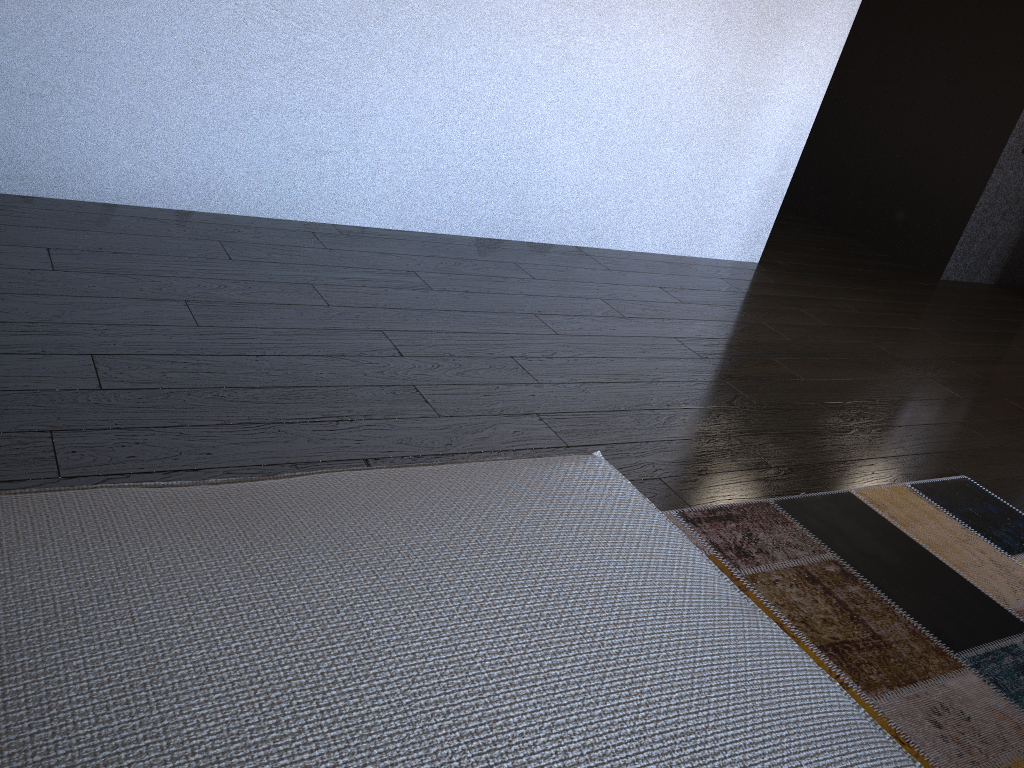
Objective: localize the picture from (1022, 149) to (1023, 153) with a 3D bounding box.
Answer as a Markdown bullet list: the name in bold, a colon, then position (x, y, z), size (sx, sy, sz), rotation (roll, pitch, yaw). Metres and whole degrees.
- **picture**: position (3.301, -1.902, 4.731), size (0.780, 1.473, 0.067), rotation (-1, 29, -33)

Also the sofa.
- **sofa**: position (1.047, 0.891, 0.223), size (2.536, 0.699, 3.293), rotation (-1, 29, -33)

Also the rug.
- **rug**: position (1.247, 0.831, 1.255), size (1.432, 0.013, 2.359), rotation (-1, 29, -33)
